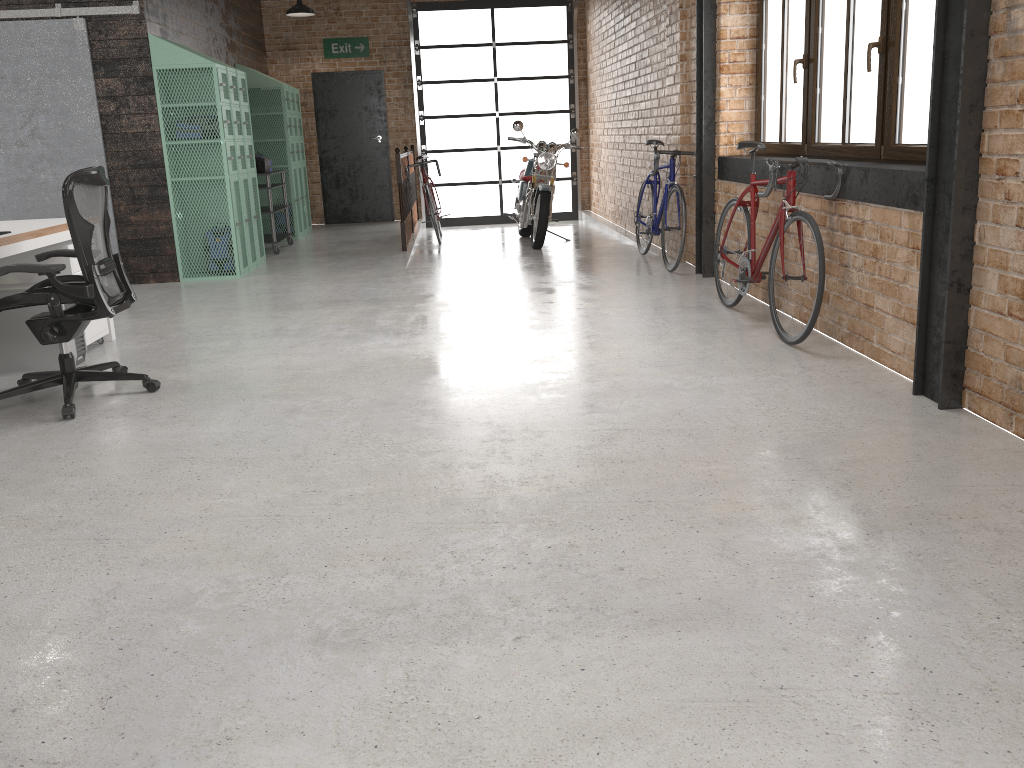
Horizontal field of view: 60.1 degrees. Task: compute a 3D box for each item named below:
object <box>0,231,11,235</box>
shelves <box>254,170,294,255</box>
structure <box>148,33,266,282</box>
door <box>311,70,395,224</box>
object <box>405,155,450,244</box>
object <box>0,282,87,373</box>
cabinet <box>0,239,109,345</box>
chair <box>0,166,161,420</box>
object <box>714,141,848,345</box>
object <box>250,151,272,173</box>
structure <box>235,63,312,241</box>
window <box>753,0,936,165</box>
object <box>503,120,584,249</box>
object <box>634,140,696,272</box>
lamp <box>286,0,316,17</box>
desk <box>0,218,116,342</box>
[{"bbox_3d":[-2.838,-0.639,4.072,0.687,0.008,0.858,-4,16,-4],"label":"object"},{"bbox_3d":[-2.799,-1.899,9.784,0.567,0.846,0.996,-3,15,-3],"label":"shelves"},{"bbox_3d":[-2.748,-2.084,8.173,0.556,2.076,1.130,-3,14,-3],"label":"structure"},{"bbox_3d":[-2.245,-3.348,12.580,0.998,2.076,0.220,-3,13,-3],"label":"door"},{"bbox_3d":[-0.989,-2.249,10.751,0.410,1.021,1.755,-2,15,3],"label":"object"},{"bbox_3d":[-2.680,-0.317,4.896,0.541,0.450,0.223,-3,14,-3],"label":"object"},{"bbox_3d":[-2.708,-0.500,5.195,0.460,0.640,0.392,-3,14,-3],"label":"cabinet"},{"bbox_3d":[-2.130,-0.449,4.124,0.794,1.073,0.777,-9,15,-24],"label":"chair"},{"bbox_3d":[1.424,-0.859,5.077,0.402,1.028,1.757,-5,15,-8],"label":"object"},{"bbox_3d":[-2.782,-2.406,9.646,0.309,0.259,0.465,-3,15,-3],"label":"object"},{"bbox_3d":[-2.956,-2.916,11.162,0.556,2.076,1.130,-3,14,-3],"label":"structure"},{"bbox_3d":[2.032,-1.322,2.158,0.147,1.671,8.737,-3,16,-3],"label":"window"},{"bbox_3d":[0.292,-2.254,9.908,0.814,1.344,2.199,-6,15,-15],"label":"object"},{"bbox_3d":[1.250,-1.560,7.590,0.402,1.028,1.757,-5,15,-8],"label":"object"},{"bbox_3d":[-2.649,-5.220,10.832,0.363,1.323,0.365,-9,15,-25],"label":"lamp"},{"bbox_3d":[-3.479,0.114,2.917,2.312,0.761,5.171,-3,16,-3],"label":"desk"}]
